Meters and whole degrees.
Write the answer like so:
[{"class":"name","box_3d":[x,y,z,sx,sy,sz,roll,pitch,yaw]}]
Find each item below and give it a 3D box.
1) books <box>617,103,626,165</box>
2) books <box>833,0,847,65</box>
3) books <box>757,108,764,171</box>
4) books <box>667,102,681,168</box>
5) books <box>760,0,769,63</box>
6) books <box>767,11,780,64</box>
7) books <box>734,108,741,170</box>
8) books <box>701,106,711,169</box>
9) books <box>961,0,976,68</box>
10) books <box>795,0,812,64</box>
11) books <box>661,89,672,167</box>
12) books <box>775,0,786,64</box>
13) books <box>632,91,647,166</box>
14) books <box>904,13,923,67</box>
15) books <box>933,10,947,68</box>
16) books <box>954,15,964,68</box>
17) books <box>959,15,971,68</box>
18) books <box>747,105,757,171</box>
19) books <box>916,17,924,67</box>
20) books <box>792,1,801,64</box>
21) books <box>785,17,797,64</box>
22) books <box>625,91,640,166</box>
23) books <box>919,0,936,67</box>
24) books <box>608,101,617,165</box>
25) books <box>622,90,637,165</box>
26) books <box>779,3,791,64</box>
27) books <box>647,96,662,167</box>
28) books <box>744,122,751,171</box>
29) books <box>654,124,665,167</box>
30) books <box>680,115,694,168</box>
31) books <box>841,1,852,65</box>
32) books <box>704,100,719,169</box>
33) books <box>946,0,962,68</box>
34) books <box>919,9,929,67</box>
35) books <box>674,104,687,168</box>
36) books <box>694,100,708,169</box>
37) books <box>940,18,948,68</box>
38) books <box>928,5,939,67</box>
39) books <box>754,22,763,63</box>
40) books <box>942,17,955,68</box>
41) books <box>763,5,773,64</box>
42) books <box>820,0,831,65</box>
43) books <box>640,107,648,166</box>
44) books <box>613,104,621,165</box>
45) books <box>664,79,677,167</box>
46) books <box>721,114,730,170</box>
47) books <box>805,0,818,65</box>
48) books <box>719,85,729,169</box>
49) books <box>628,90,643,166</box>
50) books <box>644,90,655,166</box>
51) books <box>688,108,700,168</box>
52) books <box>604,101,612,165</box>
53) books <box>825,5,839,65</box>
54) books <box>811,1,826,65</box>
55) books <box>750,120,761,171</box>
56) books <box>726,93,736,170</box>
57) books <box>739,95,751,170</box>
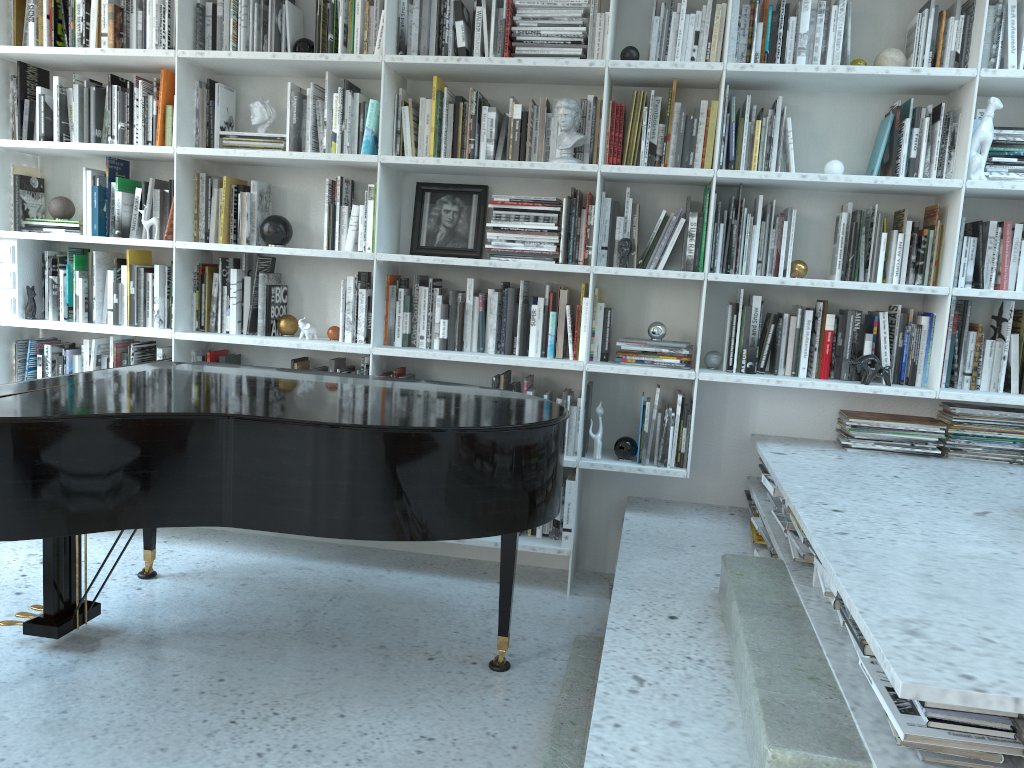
[{"class":"books","box_3d":[0.425,-0.945,3.443,0.013,0.247,0.176,5,7,9]},{"class":"books","box_3d":[1.181,-1.258,3.241,0.024,0.273,0.169,5,8,9]},{"class":"books","box_3d":[0.924,-0.899,3.343,0.008,0.243,0.168,5,7,9]},{"class":"books","box_3d":[0.619,-0.929,3.392,0.033,0.253,0.174,5,7,9]},{"class":"books","box_3d":[0.934,-1.289,3.315,0.014,0.284,0.135,5,8,9]},{"class":"books","box_3d":[0.961,-1.250,3.297,0.026,0.216,0.161,5,7,9]},{"class":"books","box_3d":[0.849,-0.908,3.366,0.007,0.244,0.145,5,8,9]},{"class":"books","box_3d":[0.735,-0.919,3.386,0.019,0.248,0.148,5,8,9]},{"class":"books","box_3d":[1.612,-1.226,3.172,0.005,0.278,0.182,5,8,9]},{"class":"books","box_3d":[1.058,-1.263,3.256,0.030,0.263,0.182,5,7,9]},{"class":"books","box_3d":[0.586,-0.949,3.373,0.019,0.293,0.182,5,8,9]},{"class":"books","box_3d":[0.979,-1.279,3.270,0.014,0.281,0.177,5,8,9]},{"class":"books","box_3d":[0.491,-0.960,3.414,0.035,0.294,0.144,5,8,9]},{"class":"books","box_3d":[1.453,-1.213,3.226,0.015,0.220,0.139,5,8,9]},{"class":"books","box_3d":[1.526,-1.211,3.209,0.016,0.228,0.160,5,7,9]},{"class":"books","box_3d":[1.577,-1.193,3.185,0.013,0.205,0.173,5,7,9]},{"class":"books","box_3d":[1.602,-1.192,3.185,0.012,0.206,0.169,5,7,9]},{"class":"books","box_3d":[0.898,-0.909,3.351,0.013,0.256,0.144,5,8,9]},{"class":"books","box_3d":[1.462,-1.205,3.222,0.005,0.205,0.153,5,7,9]},{"class":"books","box_3d":[1.041,-1.264,3.283,0.011,0.257,0.131,5,8,9]},{"class":"books","box_3d":[1.020,-1.234,3.284,0.025,0.194,0.170,5,7,9]},{"class":"books","box_3d":[0.466,-0.962,3.418,0.035,0.294,0.144,5,8,9]},{"class":"books","box_3d":[1.483,-1.232,3.201,0.015,0.268,0.164,5,8,9]},{"class":"books","box_3d":[0.392,-0.951,3.437,0.015,0.256,0.150,5,8,9]},{"class":"books","box_3d":[0.451,-0.962,3.409,0.035,0.294,0.144,5,8,9]},{"class":"books","box_3d":[0.997,-1.257,3.276,0.022,0.238,0.164,5,7,9]},{"class":"books","box_3d":[0.548,-0.950,3.417,0.035,0.279,0.139,5,8,9]},{"class":"books","box_3d":[0.882,-0.878,3.352,0.014,0.193,0.146,5,7,9]},{"class":"books","box_3d":[0.570,-0.900,3.422,0.030,0.181,0.131,5,7,9]},{"class":"books","box_3d":[0.662,-0.900,3.371,0.034,0.204,0.181,5,7,9]},{"class":"books","box_3d":[1.222,-1.248,3.259,0.034,0.254,0.160,5,8,9]},{"class":"books","box_3d":[0.754,-0.927,3.379,0.033,0.269,0.141,5,8,9]},{"class":"books","box_3d":[1.565,-1.220,3.185,0.016,0.257,0.175,5,7,9]},{"class":"books","box_3d":[1.471,-1.217,3.217,0.012,0.232,0.154,5,8,9]},{"class":"books","box_3d":[0.638,-0.919,3.365,0.027,0.242,0.188,5,7,9]},{"class":"books","box_3d":[0.715,-0.928,3.374,0.032,0.267,0.142,5,8,9]},{"class":"books","box_3d":[1.541,-1.199,3.213,0.012,0.207,0.137,5,8,9]},{"class":"books","box_3d":[1.499,-1.220,3.211,0.016,0.244,0.151,5,8,9]},{"class":"books","box_3d":[0.911,-1.236,3.308,0.021,0.179,0.136,5,7,9]},{"class":"books","box_3d":[1.551,-1.195,3.200,0.013,0.202,0.173,5,7,9]},{"class":"books","box_3d":[0.942,-1.262,3.297,0.013,0.236,0.157,5,8,9]},{"class":"books","box_3d":[1.140,-1.260,3.274,0.024,0.262,0.133,5,8,9]},{"class":"books","box_3d":[0.507,-0.928,3.406,0.015,0.232,0.179,5,7,9]},{"class":"books","box_3d":[0.408,-0.944,3.434,0.014,0.244,0.145,5,8,9]},{"class":"books","box_3d":[0.603,-0.973,3.386,0.021,0.338,0.169,5,8,9]},{"class":"books","box_3d":[0.805,-0.898,3.365,0.015,0.220,0.154,5,7,9]},{"class":"books","box_3d":[1.091,-1.280,3.274,0.027,0.296,0.159,5,8,9]},{"class":"books","box_3d":[0.795,-0.946,3.346,0.006,0.319,0.164,5,8,9]},{"class":"books","box_3d":[0.476,-0.960,3.401,0.035,0.294,0.144,5,8,9]},{"class":"books","box_3d":[0.525,-0.957,3.396,0.019,0.294,0.163,5,8,9]},{"class":"books","box_3d":[0.691,-0.917,3.384,0.028,0.240,0.145,5,8,9]},{"class":"books","box_3d":[0.376,-0.951,3.438,0.014,0.254,0.160,5,8,9]},{"class":"books","box_3d":[1.159,-1.242,3.258,0.021,0.233,0.182,5,7,9]},{"class":"books","box_3d":[1.112,-1.251,3.259,0.025,0.245,0.183,5,7,9]},{"class":"books","box_3d":[0.906,-0.872,3.323,0.017,0.192,0.191,5,7,9]},{"class":"books","box_3d":[0.826,-0.929,3.347,0.035,0.288,0.191,5,8,9]},{"class":"books","box_3d":[0.867,-0.919,3.326,0.013,0.279,0.191,5,7,9]}]
